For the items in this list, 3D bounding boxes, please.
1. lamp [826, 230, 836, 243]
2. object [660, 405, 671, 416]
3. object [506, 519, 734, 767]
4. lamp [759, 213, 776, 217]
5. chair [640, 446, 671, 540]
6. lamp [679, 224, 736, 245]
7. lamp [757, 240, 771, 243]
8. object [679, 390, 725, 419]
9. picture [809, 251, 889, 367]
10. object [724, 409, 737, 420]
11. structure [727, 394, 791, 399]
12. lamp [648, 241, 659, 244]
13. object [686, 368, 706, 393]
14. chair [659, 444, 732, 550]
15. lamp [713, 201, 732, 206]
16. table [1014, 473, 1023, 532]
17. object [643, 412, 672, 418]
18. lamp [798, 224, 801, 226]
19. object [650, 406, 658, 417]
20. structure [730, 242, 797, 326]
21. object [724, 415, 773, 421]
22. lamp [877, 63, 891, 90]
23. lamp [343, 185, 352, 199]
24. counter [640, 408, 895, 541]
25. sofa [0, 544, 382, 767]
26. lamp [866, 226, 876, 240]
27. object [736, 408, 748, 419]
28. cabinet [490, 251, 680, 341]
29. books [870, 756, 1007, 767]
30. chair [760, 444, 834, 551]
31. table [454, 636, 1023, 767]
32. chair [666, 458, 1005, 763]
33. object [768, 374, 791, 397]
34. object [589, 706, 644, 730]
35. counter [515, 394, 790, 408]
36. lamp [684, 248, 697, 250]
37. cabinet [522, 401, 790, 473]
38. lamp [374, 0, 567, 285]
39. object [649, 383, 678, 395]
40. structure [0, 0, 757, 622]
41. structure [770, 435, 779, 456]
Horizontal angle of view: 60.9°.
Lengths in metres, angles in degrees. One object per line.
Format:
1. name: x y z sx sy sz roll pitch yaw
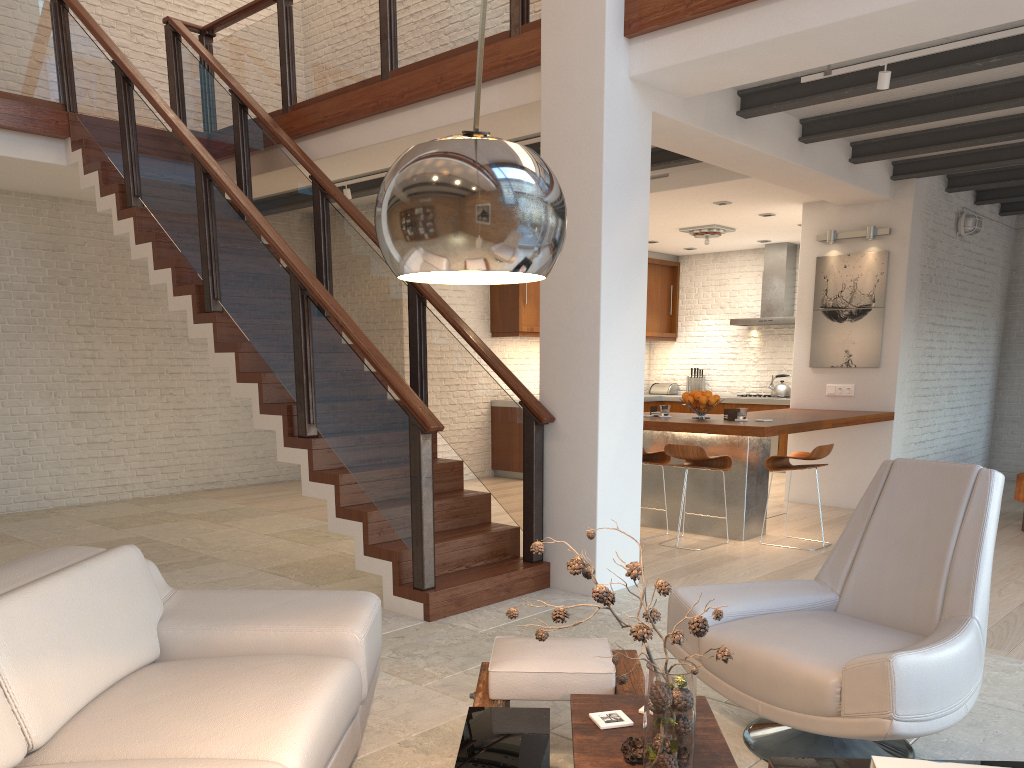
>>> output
1. lamp: 2.907 -1.340 7.934 0.079 0.107 0.078 -3 8 -19
2. object: 1.252 0.218 7.138 0.090 0.087 0.090 5 8 39
3. object: 0.246 0.631 2.076 0.541 0.623 0.308 2 10 13
4. lamp: 2.559 -1.714 8.741 0.122 0.056 0.122 3 4 42
5. chair: 0.972 0.824 6.948 0.399 0.795 0.416 8 13 42
6. lamp: 2.169 -1.636 9.692 0.446 0.174 0.445 2 4 42
7. lamp: 3.079 -1.760 10.641 0.122 0.056 0.122 3 4 42
8. object: 1.525 0.163 7.005 0.366 0.227 0.355 0 4 8
9. picture: 3.077 -0.666 7.992 0.647 1.042 0.020 7 14 41
10. object: 1.724 0.238 6.833 0.094 0.084 0.112 0 5 -2
11. structure: 3.281 0.161 11.230 0.804 0.033 0.583 1 2 42
12. lamp: 1.714 -1.758 10.685 0.122 0.056 0.122 3 4 42
13. object: 2.559 -0.034 12.135 0.318 0.385 0.065 6 13 41
14. chair: 1.369 0.832 6.591 0.399 0.795 0.416 8 13 42
15. lamp: 1.956 -1.698 8.097 0.122 0.056 0.122 3 4 42
16. table: 4.837 0.971 7.389 1.813 0.457 1.064 -2 3 -41
17. object: 1.222 0.254 7.222 0.284 0.035 0.203 1 2 43
18. lamp: 3.162 -1.730 9.384 0.122 0.056 0.122 3 4 42
19. object: 1.229 0.228 7.284 0.113 0.084 0.093 4 7 42
20. structure: 3.328 -1.254 10.991 0.974 1.018 0.450 6 11 42
21. object: 1.790 0.264 6.722 0.196 0.035 0.391 -2 2 -44
22. lamp: 1.925 -1.581 4.510 0.059 0.132 0.084 2 9 12
23. lamp: -1.418 -1.646 7.513 0.059 0.132 0.084 2 9 12
24. counter: 1.988 0.730 7.613 1.669 0.942 2.467 3 4 43
25. sofa: -1.100 0.947 2.204 1.144 0.773 2.280 0 2 3
26. lamp: 3.169 -1.335 7.698 0.079 0.107 0.078 -3 8 -19
27. object: 1.765 0.228 6.693 0.090 0.087 0.089 -4 7 -32
28. cabinet: 1.044 -1.164 11.163 0.455 1.193 3.303 9 8 43
29. books: 1.022 0.952 2.014 0.326 0.058 0.250 0 2 13
30. chair: 2.180 0.831 6.577 0.417 0.795 0.398 8 13 42
31. table: 0.630 1.113 2.034 1.970 0.439 2.159 0 2 4
32. chair: 1.234 0.799 3.114 0.966 1.042 1.008 -4 8 -31
33. object: 3.396 0.014 10.964 0.261 0.282 0.257 -3 8 -26
34. object: 0.352 0.912 2.418 0.271 0.035 0.244 0 2 14
35. counter: 2.177 0.233 10.431 3.488 0.072 3.294 1 2 42
36. lamp: 2.316 -1.774 11.327 0.122 0.056 0.122 3 4 42
37. cabinet: 2.219 -0.312 10.768 4.779 2.909 2.209 0 8 7
38. lamp: 0.096 0.176 0.718 0.320 2.408 1.980 -2 8 -11
39. object: 2.163 0.068 12.452 0.341 0.163 0.247 3 5 42
40. structure: 0.323 -0.866 5.677 10.055 4.242 13.694 3 3 43
41. structure: 3.233 0.723 11.291 0.662 0.592 0.493 5 9 42
